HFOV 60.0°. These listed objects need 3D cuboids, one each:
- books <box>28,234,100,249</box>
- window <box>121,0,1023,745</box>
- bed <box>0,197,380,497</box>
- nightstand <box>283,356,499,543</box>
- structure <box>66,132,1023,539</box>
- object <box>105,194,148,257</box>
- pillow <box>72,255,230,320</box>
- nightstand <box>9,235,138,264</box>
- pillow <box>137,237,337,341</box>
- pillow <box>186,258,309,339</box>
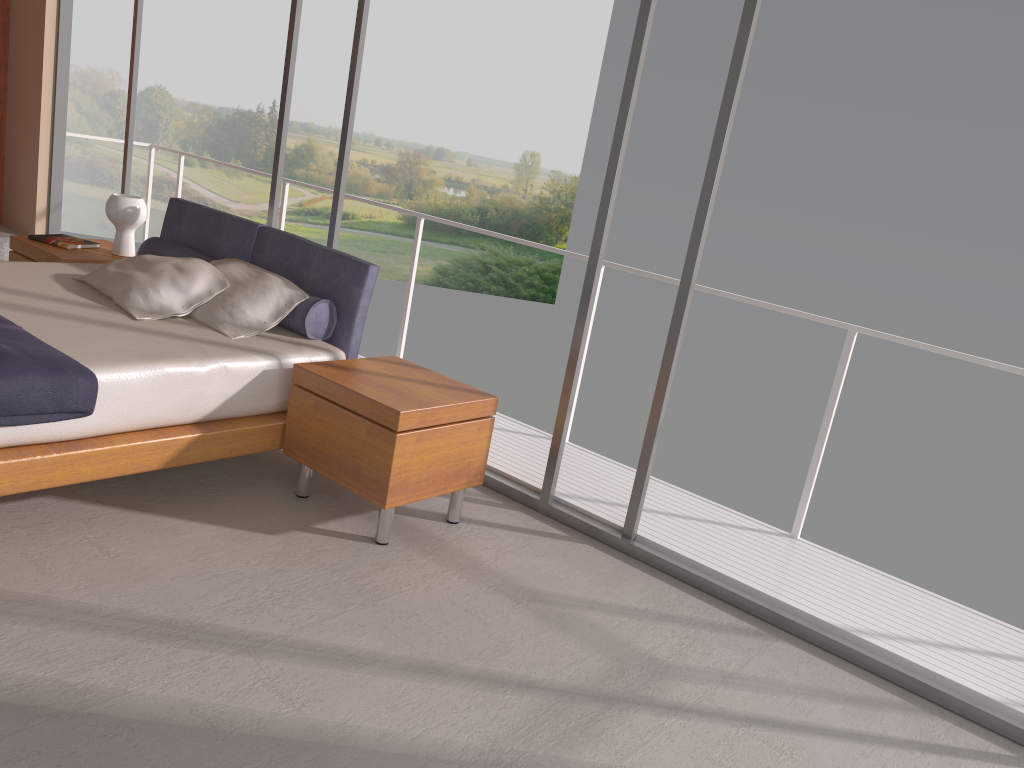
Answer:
[{"bbox_3d":[-2.595,-0.827,5.145,0.287,0.025,0.247,15,15,17],"label":"books"},{"bbox_3d":[-0.243,-1.168,4.165,6.106,3.133,0.075,21,18,35],"label":"window"},{"bbox_3d":[-2.087,-0.247,3.665,2.017,0.959,2.462,21,18,35],"label":"bed"},{"bbox_3d":[-0.516,0.251,3.669,0.628,0.556,0.562,21,18,35],"label":"nightstand"},{"bbox_3d":[-0.317,-0.321,4.830,7.689,1.005,0.728,21,18,35],"label":"structure"},{"bbox_3d":[-2.218,-0.909,5.092,0.224,0.338,0.224,-2,19,-40],"label":"object"},{"bbox_3d":[-1.706,-0.490,4.166,0.431,0.264,0.869,-3,20,-44],"label":"pillow"},{"bbox_3d":[-2.523,-0.522,5.200,0.628,0.556,0.562,21,18,35],"label":"nightstand"},{"bbox_3d":[-1.400,-0.497,4.416,1.470,0.201,0.205,21,18,35],"label":"pillow"},{"bbox_3d":[-1.316,-0.410,4.099,0.791,0.265,0.400,22,18,38],"label":"pillow"}]
